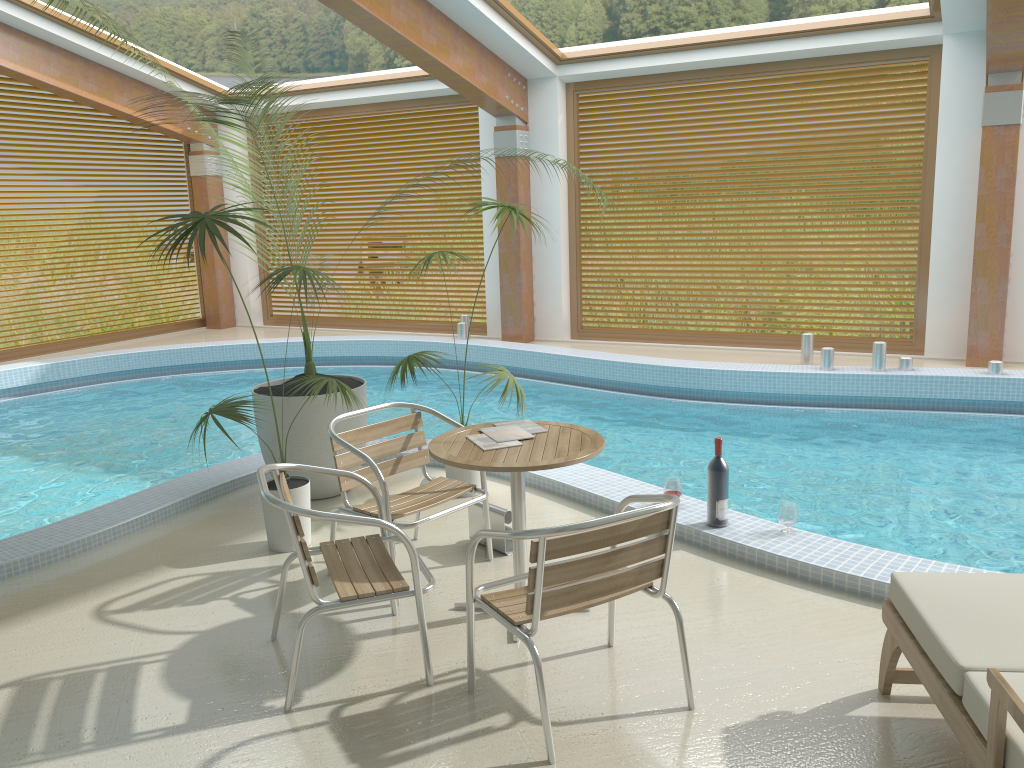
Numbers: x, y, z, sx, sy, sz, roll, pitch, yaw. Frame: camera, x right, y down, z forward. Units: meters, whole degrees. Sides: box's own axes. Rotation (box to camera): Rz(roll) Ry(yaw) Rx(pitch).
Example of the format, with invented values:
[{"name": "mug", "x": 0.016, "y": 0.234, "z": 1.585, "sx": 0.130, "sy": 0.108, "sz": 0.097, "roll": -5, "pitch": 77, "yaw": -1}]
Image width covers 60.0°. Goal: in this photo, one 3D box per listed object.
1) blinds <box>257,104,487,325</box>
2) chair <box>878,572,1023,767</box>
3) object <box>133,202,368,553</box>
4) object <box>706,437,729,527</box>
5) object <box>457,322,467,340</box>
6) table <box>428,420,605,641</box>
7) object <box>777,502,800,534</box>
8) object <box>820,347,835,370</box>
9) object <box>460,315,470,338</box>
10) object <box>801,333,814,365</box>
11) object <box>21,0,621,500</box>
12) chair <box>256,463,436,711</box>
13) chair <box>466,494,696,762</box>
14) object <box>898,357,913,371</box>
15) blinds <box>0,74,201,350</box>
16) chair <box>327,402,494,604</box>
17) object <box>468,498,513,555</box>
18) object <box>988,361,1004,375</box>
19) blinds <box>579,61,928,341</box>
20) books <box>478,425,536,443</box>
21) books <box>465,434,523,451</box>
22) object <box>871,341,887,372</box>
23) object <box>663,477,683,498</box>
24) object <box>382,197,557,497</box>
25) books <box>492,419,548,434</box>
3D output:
[{"name": "blinds", "x": -1.897, "y": -2.246, "z": 12.262, "sx": 4.200, "sy": 2.921, "sz": 0.095, "roll": 4, "pitch": 13, "yaw": 28}, {"name": "chair", "x": 1.471, "y": 0.792, "z": 1.946, "sx": 0.861, "sy": 0.866, "sz": 1.903, "roll": -1, "pitch": 11, "yaw": 7}, {"name": "object", "x": -1.162, "y": -0.001, "z": 4.220, "sx": 1.059, "sy": 1.695, "sz": 0.791, "roll": -7, "pitch": 13, "yaw": -25}, {"name": "object", "x": 0.997, "y": 0.471, "z": 4.292, "sx": 0.109, "sy": 0.435, "sz": 0.109, "roll": -8, "pitch": 13, "yaw": -26}, {"name": "object", "x": -0.598, "y": -0.641, "z": 10.652, "sx": 0.115, "sy": 0.204, "sz": 0.115, "roll": -6, "pitch": 12, "yaw": -20}, {"name": "table", "x": 0.030, "y": 0.581, "z": 3.600, "sx": 0.700, "sy": 0.720, "sz": 0.700, "roll": -12, "pitch": 15, "yaw": -41}, {"name": "object", "x": 1.308, "y": 0.633, "z": 4.197, "sx": 0.102, "sy": 0.137, "sz": 0.102, "roll": 7, "pitch": 14, "yaw": 37}, {"name": "object", "x": 2.867, "y": -0.229, "z": 8.059, "sx": 0.115, "sy": 0.194, "sz": 0.115, "roll": -6, "pitch": 12, "yaw": -20}, {"name": "object", "x": -0.579, "y": -0.695, "z": 11.029, "sx": 0.115, "sy": 0.320, "sz": 0.115, "roll": -4, "pitch": 12, "yaw": -12}, {"name": "object", "x": 2.875, "y": -0.329, "z": 8.637, "sx": 0.115, "sy": 0.320, "sz": 0.115, "roll": -4, "pitch": 12, "yaw": -12}, {"name": "object", "x": -1.038, "y": -0.809, "z": 4.979, "sx": 2.979, "sy": 2.960, "sz": 2.729, "roll": -13, "pitch": 16, "yaw": -43}, {"name": "chair", "x": -0.606, "y": 0.663, "z": 3.249, "sx": 0.563, "sy": 0.727, "sz": 0.618, "roll": -6, "pitch": 12, "yaw": -19}, {"name": "chair", "x": 0.214, "y": 0.697, "z": 2.946, "sx": 0.618, "sy": 0.727, "sz": 0.563, "roll": -8, "pitch": 13, "yaw": -28}, {"name": "object", "x": 3.521, "y": -0.181, "z": 7.932, "sx": 0.115, "sy": 0.107, "sz": 0.115, "roll": -4, "pitch": 12, "yaw": -12}, {"name": "blinds", "x": -5.896, "y": -2.500, "z": 11.360, "sx": 0.099, "sy": 4.025, "sz": 4.500, "roll": 4, "pitch": 13, "yaw": 28}, {"name": "chair", "x": -0.473, "y": 0.498, "z": 4.045, "sx": 0.563, "sy": 0.727, "sz": 0.618, "roll": 8, "pitch": 15, "yaw": 40}, {"name": "object", "x": -0.095, "y": 0.690, "z": 4.336, "sx": 0.081, "sy": 0.223, "sz": 0.272, "roll": -12, "pitch": 15, "yaw": -40}, {"name": "object", "x": 4.155, "y": -0.139, "z": 7.619, "sx": 0.115, "sy": 0.107, "sz": 0.115, "roll": -4, "pitch": 12, "yaw": -12}, {"name": "blinds", "x": 2.532, "y": -1.917, "z": 9.895, "sx": 4.200, "sy": 2.921, "sz": 0.095, "roll": 4, "pitch": 13, "yaw": 28}, {"name": "books", "x": -0.022, "y": 0.202, "z": 3.636, "sx": 0.166, "sy": 0.004, "sz": 0.241, "roll": -6, "pitch": 12, "yaw": -20}, {"name": "books", "x": -0.072, "y": 0.226, "z": 3.545, "sx": 0.166, "sy": 0.004, "sz": 0.241, "roll": -6, "pitch": 12, "yaw": -20}, {"name": "object", "x": 3.280, "y": -0.246, "z": 7.924, "sx": 0.115, "sy": 0.254, "sz": 0.115, "roll": -6, "pitch": 12, "yaw": -20}, {"name": "object", "x": 0.841, "y": 0.561, "z": 4.632, "sx": 0.102, "sy": 0.137, "sz": 0.102, "roll": 7, "pitch": 14, "yaw": 37}, {"name": "object", "x": -0.232, "y": -0.210, "z": 5.099, "sx": 1.059, "sy": 1.695, "sz": 0.791, "roll": 1, "pitch": 12, "yaw": 15}, {"name": "books", "x": 0.033, "y": 0.184, "z": 3.737, "sx": 0.166, "sy": 0.004, "sz": 0.241, "roll": -6, "pitch": 12, "yaw": -20}]
